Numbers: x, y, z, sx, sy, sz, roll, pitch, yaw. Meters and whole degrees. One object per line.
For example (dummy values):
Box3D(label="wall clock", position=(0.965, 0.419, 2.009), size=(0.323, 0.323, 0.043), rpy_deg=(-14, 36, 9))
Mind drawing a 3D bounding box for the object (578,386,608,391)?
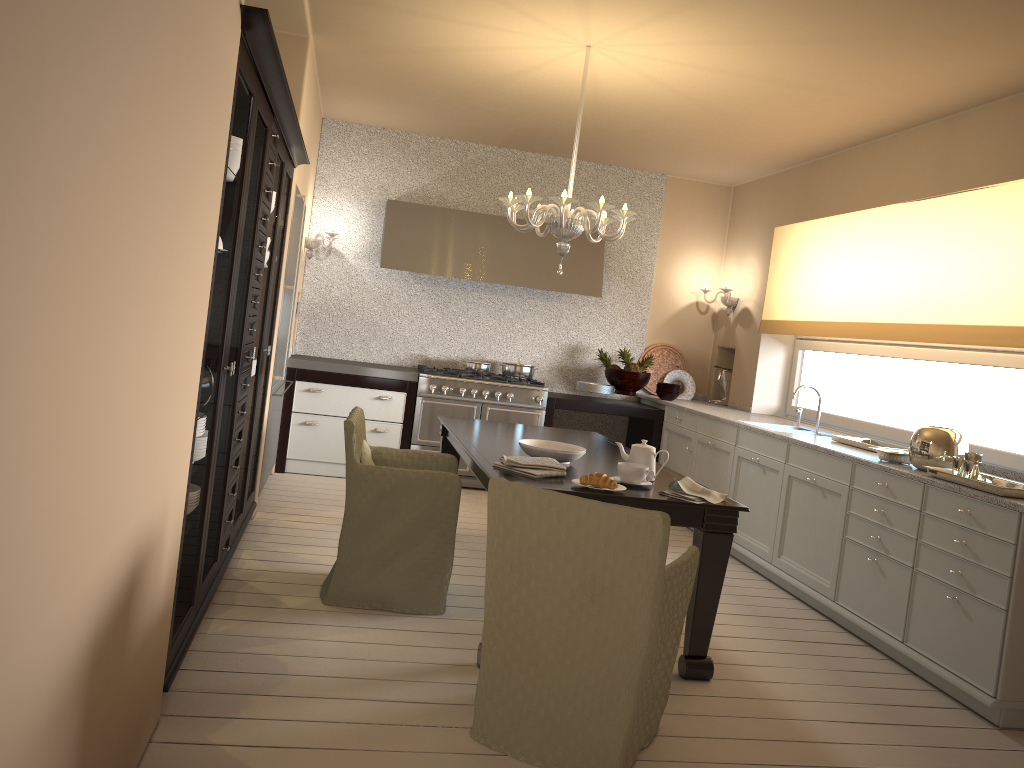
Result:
Box3D(label="object", position=(0.622, 0.037, 6.616), size=(0.278, 0.011, 0.279), rpy_deg=(6, 4, -23))

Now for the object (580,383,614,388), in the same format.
Box3D(label="object", position=(0.624, 0.012, 6.615), size=(0.278, 0.011, 0.279), rpy_deg=(6, 4, -23))

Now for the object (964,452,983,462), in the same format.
Box3D(label="object", position=(1.805, 0.316, 3.476), size=(0.063, 0.090, 0.063), rpy_deg=(6, 3, -38))

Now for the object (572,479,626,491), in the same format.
Box3D(label="object", position=(0.308, 0.363, 3.145), size=(0.194, 0.014, 0.195), rpy_deg=(5, 4, -35))

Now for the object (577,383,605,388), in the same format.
Box3D(label="object", position=(0.624, 0.018, 6.616), size=(0.278, 0.011, 0.279), rpy_deg=(6, 4, -23))

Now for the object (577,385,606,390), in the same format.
Box3D(label="object", position=(0.622, 0.031, 6.616), size=(0.278, 0.011, 0.279), rpy_deg=(6, 4, -23))

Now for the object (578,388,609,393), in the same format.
Box3D(label="object", position=(0.620, 0.051, 6.616), size=(0.278, 0.011, 0.279), rpy_deg=(6, 4, -23))

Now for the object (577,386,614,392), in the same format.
Box3D(label="object", position=(0.621, 0.040, 6.616), size=(0.278, 0.011, 0.279), rpy_deg=(6, 4, -23))

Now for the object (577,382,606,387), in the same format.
Box3D(label="object", position=(0.624, 0.010, 6.615), size=(0.278, 0.011, 0.279), rpy_deg=(6, 4, -23))

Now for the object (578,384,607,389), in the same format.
Box3D(label="object", position=(0.623, 0.023, 6.615), size=(0.278, 0.011, 0.279), rpy_deg=(6, 4, -23))

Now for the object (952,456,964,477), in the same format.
Box3D(label="object", position=(1.795, 0.340, 3.550), size=(0.063, 0.090, 0.063), rpy_deg=(6, 3, -38))

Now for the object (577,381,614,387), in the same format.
Box3D(label="object", position=(0.626, 0.004, 6.615), size=(0.278, 0.011, 0.279), rpy_deg=(6, 4, -23))

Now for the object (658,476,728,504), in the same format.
Box3D(label="object", position=(0.664, 0.380, 3.205), size=(0.197, 0.063, 0.204), rpy_deg=(10, 4, 42))

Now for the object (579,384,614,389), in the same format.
Box3D(label="object", position=(0.623, 0.020, 6.616), size=(0.278, 0.011, 0.279), rpy_deg=(6, 4, -23))

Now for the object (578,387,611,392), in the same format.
Box3D(label="object", position=(0.620, 0.043, 6.616), size=(0.278, 0.011, 0.279), rpy_deg=(6, 4, -23))

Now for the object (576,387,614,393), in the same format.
Box3D(label="object", position=(0.620, 0.048, 6.616), size=(0.278, 0.011, 0.279), rpy_deg=(6, 4, -23))

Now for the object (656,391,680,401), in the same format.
Box3D(label="object", position=(1.174, 0.095, 6.707), size=(0.180, 0.063, 0.181), rpy_deg=(5, 4, -33))

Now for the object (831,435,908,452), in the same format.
Box3D(label="object", position=(1.891, 0.321, 4.637), size=(0.240, 0.030, 0.430), rpy_deg=(7, 3, -11))

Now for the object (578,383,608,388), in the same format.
Box3D(label="object", position=(0.624, 0.015, 6.616), size=(0.278, 0.011, 0.279), rpy_deg=(6, 4, -23))

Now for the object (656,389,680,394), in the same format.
Box3D(label="object", position=(1.175, 0.083, 6.706), size=(0.180, 0.063, 0.181), rpy_deg=(5, 4, -33))

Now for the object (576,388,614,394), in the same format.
Box3D(label="object", position=(0.619, 0.057, 6.616), size=(0.278, 0.011, 0.279), rpy_deg=(6, 4, -23))

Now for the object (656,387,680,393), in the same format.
Box3D(label="object", position=(1.177, 0.069, 6.706), size=(0.180, 0.063, 0.181), rpy_deg=(5, 4, -33))

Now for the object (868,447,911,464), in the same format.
Box3D(label="object", position=(1.744, 0.331, 4.024), size=(0.197, 0.048, 0.153), rpy_deg=(7, 3, -11))

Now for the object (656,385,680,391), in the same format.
Box3D(label="object", position=(1.177, 0.054, 6.705), size=(0.180, 0.066, 0.181), rpy_deg=(6, 3, -18))

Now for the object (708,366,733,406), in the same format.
Box3D(label="object", position=(1.794, 0.028, 7.081), size=(0.390, 0.306, 0.383), rpy_deg=(7, 3, -11))

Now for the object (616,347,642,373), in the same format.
Box3D(label="object", position=(0.886, -0.150, 6.764), size=(0.160, 0.278, 0.270), rpy_deg=(6, 3, -29))

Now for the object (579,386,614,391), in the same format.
Box3D(label="object", position=(0.621, 0.034, 6.616), size=(0.278, 0.011, 0.279), rpy_deg=(6, 4, -23))

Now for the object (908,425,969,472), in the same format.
Box3D(label="object", position=(1.847, 0.286, 3.838), size=(0.235, 0.195, 0.236), rpy_deg=(7, 3, 6))

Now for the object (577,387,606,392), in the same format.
Box3D(label="object", position=(0.620, 0.046, 6.615), size=(0.278, 0.011, 0.279), rpy_deg=(6, 4, -23))

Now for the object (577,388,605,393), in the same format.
Box3D(label="object", position=(0.619, 0.054, 6.616), size=(0.278, 0.011, 0.279), rpy_deg=(6, 4, -23))

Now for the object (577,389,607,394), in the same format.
Box3D(label="object", position=(0.618, 0.059, 6.617), size=(0.278, 0.011, 0.279), rpy_deg=(6, 4, -23))

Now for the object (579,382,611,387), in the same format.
Box3D(label="object", position=(0.625, 0.007, 6.615), size=(0.278, 0.011, 0.279), rpy_deg=(6, 4, -23))

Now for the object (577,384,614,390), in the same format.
Box3D(label="object", position=(0.623, 0.026, 6.616), size=(0.278, 0.011, 0.279), rpy_deg=(6, 4, -23))

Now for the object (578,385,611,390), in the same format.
Box3D(label="object", position=(0.622, 0.029, 6.617), size=(0.278, 0.011, 0.279), rpy_deg=(6, 4, -23))

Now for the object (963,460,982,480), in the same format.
Box3D(label="object", position=(1.802, 0.346, 3.477), size=(0.063, 0.090, 0.063), rpy_deg=(6, 3, -38))

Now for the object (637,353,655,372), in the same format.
Box3D(label="object", position=(0.992, -0.111, 6.884), size=(0.275, 0.284, 0.139), rpy_deg=(6, 2, -26))

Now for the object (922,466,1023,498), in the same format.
Box3D(label="object", position=(1.858, 0.386, 3.452), size=(0.274, 0.034, 0.447), rpy_deg=(7, 3, -11))
